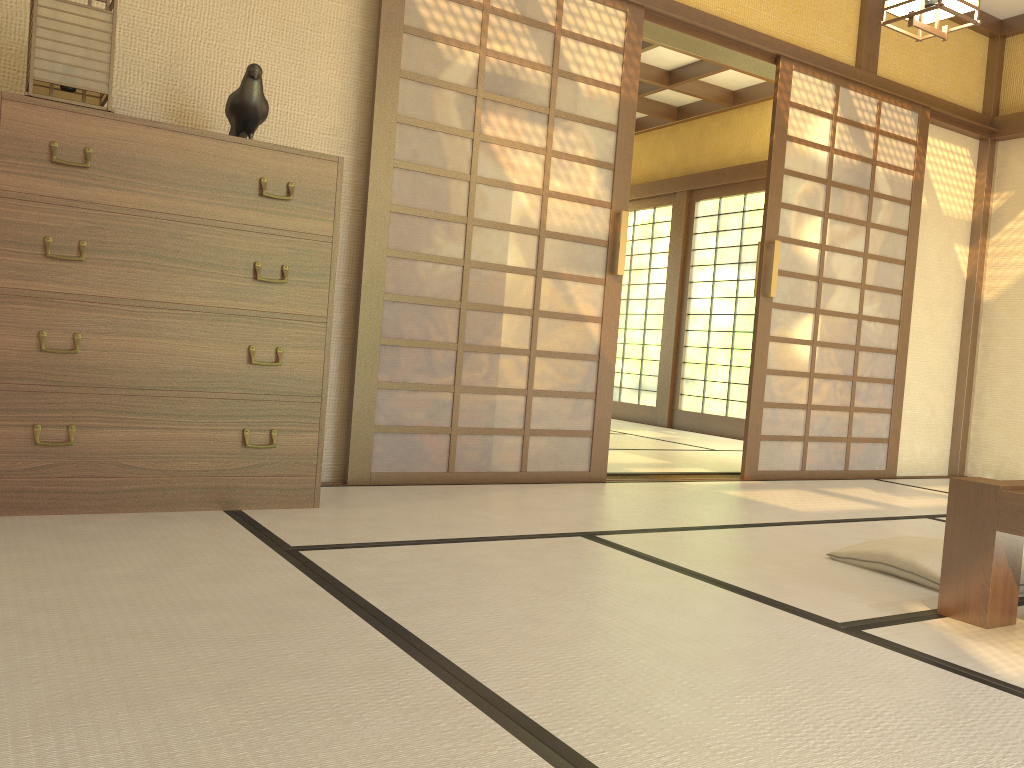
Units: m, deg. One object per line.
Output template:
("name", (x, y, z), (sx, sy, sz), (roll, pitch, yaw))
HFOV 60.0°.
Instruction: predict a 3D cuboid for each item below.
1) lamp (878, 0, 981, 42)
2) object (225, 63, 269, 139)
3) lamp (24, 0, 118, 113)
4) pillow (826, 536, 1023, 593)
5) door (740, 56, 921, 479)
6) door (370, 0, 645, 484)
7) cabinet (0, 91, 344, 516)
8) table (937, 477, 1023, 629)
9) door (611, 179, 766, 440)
("lamp", (1.469, -1.763, 3.019), (0.240, 1.129, 0.240), (3, 2, -32))
("object", (-0.983, -0.939, 3.054), (0.383, 0.282, 0.360), (3, 3, -42))
("lamp", (-1.352, -1.016, 2.716), (0.240, 0.400, 0.240), (3, 2, -32))
("pillow", (1.339, 0.552, 2.743), (0.486, 0.107, 0.496), (3, 2, -28))
("door", (1.838, -0.584, 5.086), (1.230, 2.265, 0.076), (3, 2, -32))
("door", (0.001, -0.688, 3.944), (1.230, 2.265, 0.076), (3, 2, -32))
("cabinet", (-1.143, -0.203, 2.895), (1.020, 1.200, 0.421), (3, 2, -32))
("table", (1.779, 0.469, 2.088), (1.000, 0.350, 1.000), (3, 2, -32))
("door", (1.565, -0.694, 8.402), (0.140, 2.230, 2.890), (3, 2, -32))
